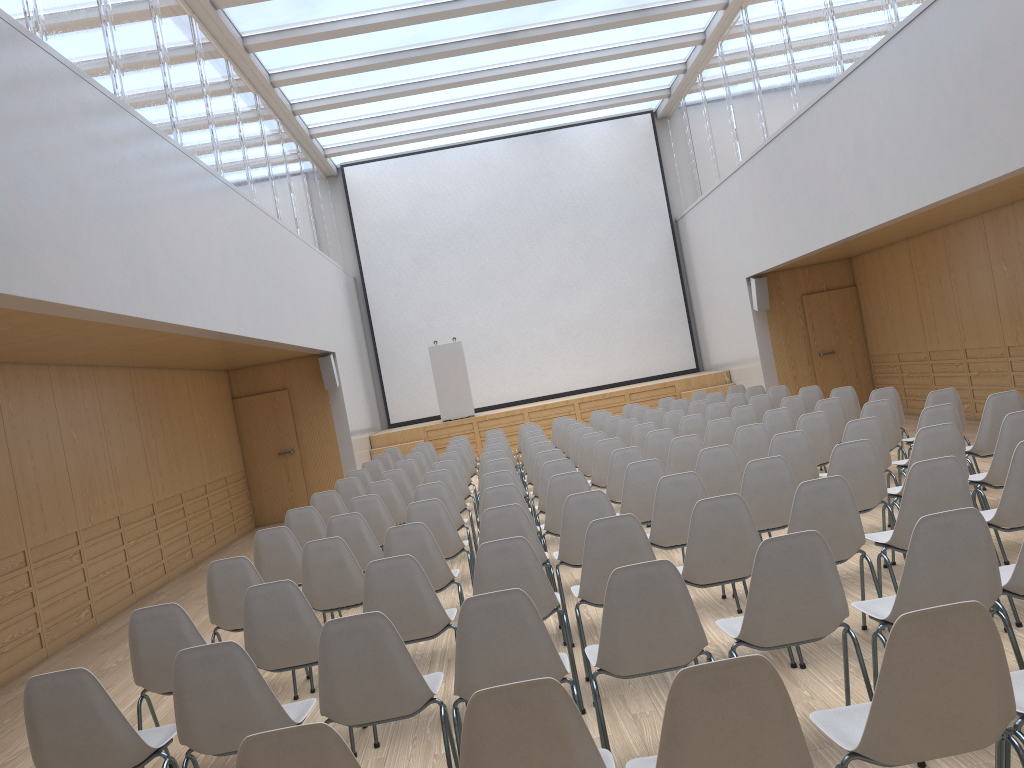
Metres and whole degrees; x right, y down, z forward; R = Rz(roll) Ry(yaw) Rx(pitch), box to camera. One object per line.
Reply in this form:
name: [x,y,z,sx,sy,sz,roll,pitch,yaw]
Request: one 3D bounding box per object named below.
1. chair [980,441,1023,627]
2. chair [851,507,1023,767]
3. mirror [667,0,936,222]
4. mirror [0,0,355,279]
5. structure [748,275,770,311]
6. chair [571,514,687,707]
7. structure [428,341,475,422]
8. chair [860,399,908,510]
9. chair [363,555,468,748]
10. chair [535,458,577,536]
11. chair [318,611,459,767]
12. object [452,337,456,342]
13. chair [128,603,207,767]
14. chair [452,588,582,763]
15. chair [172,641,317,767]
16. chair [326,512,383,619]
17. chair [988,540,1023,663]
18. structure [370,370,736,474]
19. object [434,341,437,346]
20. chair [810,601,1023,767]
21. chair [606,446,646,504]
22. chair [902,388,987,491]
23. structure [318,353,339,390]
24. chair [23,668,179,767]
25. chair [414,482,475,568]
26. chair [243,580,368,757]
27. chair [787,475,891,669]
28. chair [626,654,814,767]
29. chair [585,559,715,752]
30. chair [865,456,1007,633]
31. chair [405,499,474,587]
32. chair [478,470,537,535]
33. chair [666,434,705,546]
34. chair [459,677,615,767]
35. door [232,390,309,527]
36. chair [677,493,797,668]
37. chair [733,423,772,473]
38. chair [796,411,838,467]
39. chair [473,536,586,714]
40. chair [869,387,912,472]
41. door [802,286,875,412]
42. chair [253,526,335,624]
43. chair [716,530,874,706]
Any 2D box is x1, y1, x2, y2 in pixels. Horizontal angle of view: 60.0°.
chair: [2.549,0.680,4.418,0.479,0.876,0.505,-10,1,-1]
chair: [1.575,0.867,3.314,0.479,0.876,0.505,-10,1,-1]
mirror: [3.444,-4.273,8.922,0.253,2.090,17.827,-10,1,-1]
mirror: [-3.235,-3.053,8.773,0.253,2.090,17.827,-10,1,-1]
structure: [3.860,-1.412,13.822,0.196,0.542,0.368,-10,1,-1]
chair: [0.537,1.047,4.391,0.479,0.876,0.505,-10,1,-1]
structure: [-1.090,-0.041,16.179,0.605,1.379,0.605,-10,1,-1]
chair: [3.032,0.564,7.447,0.479,0.876,0.505,-10,1,-1]
chair: [-0.497,1.236,4.378,0.479,0.876,0.505,-10,1,-1]
chair: [0.429,1.040,7.371,0.479,0.876,0.505,-10,1,-1]
chair: [-0.489,1.243,3.378,0.479,0.876,0.505,-10,1,-1]
object: [-1.015,-0.707,16.111,0.166,0.305,0.252,-11,1,-29]
chair: [-1.537,1.427,4.245,0.479,0.876,0.505,-10,1,-1]
chair: [0.005,1.153,3.341,0.479,0.876,0.505,-10,1,-1]
chair: [-0.991,1.335,3.338,0.479,0.876,0.505,-10,1,-1]
chair: [-1.085,1.325,6.355,0.479,0.876,0.505,-10,1,-1]
chair: [2.070,0.776,3.435,0.479,0.876,0.505,-10,1,-1]
structure: [0.762,0.843,16.450,6.551,1.027,2.728,-10,1,-1]
object: [-1.357,-0.644,16.104,0.166,0.305,0.252,-11,1,-29]
chair: [1.097,0.963,2.385,0.479,0.876,0.505,-10,1,-1]
chair: [0.979,0.940,7.343,0.479,0.876,0.505,-10,1,-1]
chair: [3.536,0.473,7.400,0.479,0.876,0.505,-10,1,-1]
structure: [-2.821,-0.191,13.673,0.196,0.542,0.368,-10,1,-1]
chair: [-1.516,1.431,3.345,0.479,0.876,0.505,-10,1,-1]
chair: [-0.591,1.226,7.366,0.479,0.876,0.505,-10,1,-1]
chair: [-1.035,1.335,4.297,0.479,0.876,0.505,-10,1,-1]
chair: [1.514,0.869,4.395,0.479,0.876,0.505,-10,1,-1]
chair: [0.551,1.063,2.291,0.479,0.876,0.505,-10,1,-1]
chair: [0.525,1.058,3.372,0.479,0.876,0.505,-10,1,-1]
chair: [2.028,0.775,4.366,0.479,0.876,0.505,-10,1,-1]
chair: [-0.532,1.225,6.309,0.479,0.876,0.505,-10,1,-1]
chair: [-0.055,1.129,7.320,0.479,0.876,0.505,-10,1,-1]
chair: [1.470,0.850,7.422,0.479,0.876,0.505,-10,1,-1]
chair: [0.075,1.149,2.390,0.479,0.876,0.505,-10,1,-1]
door: [-3.745,1.161,13.782,0.873,2.024,0.108,-10,1,-1]
chair: [1.037,0.956,4.412,0.479,0.876,0.505,-10,1,-1]
chair: [1.987,0.756,7.386,0.479,0.876,0.505,-10,1,-1]
chair: [2.502,0.661,7.417,0.479,0.876,0.505,-10,1,-1]
chair: [0.026,1.141,4.321,0.479,0.876,0.505,-10,1,-1]
chair: [3.508,0.468,8.468,0.479,0.876,0.505,-10,1,-1]
door: [5.191,-0.471,13.981,0.873,2.024,0.108,-10,1,-1]
chair: [-1.578,1.415,6.326,0.479,0.876,0.505,-10,1,-1]
chair: [1.057,0.961,3.402,0.479,0.876,0.505,-10,1,-1]
